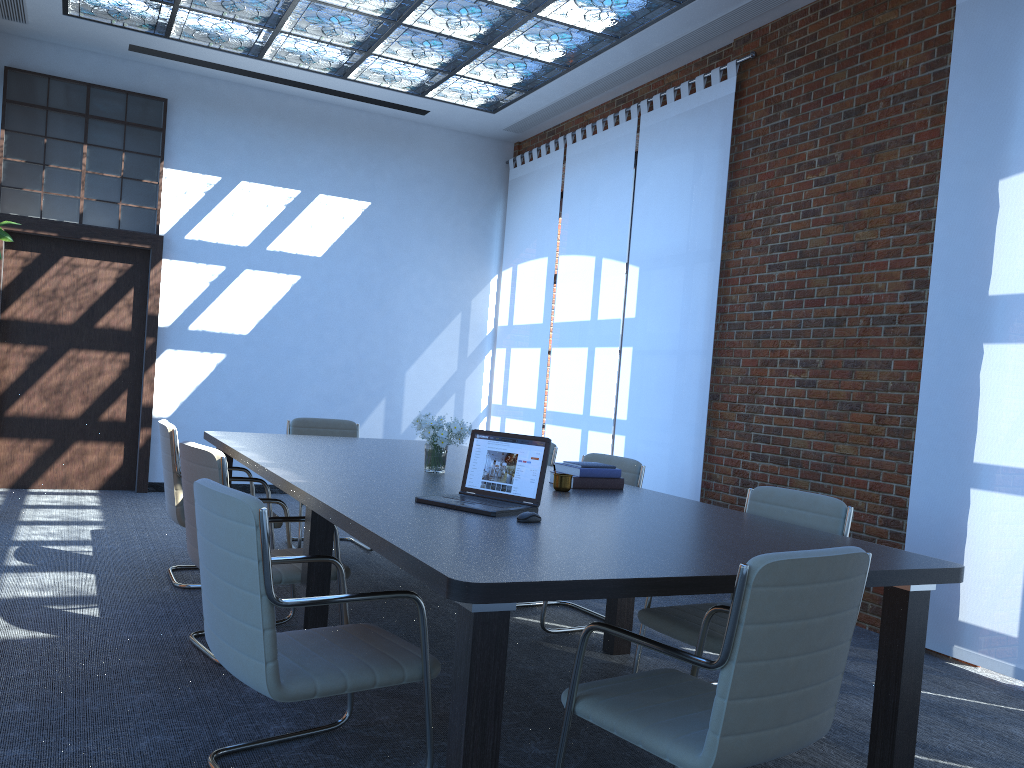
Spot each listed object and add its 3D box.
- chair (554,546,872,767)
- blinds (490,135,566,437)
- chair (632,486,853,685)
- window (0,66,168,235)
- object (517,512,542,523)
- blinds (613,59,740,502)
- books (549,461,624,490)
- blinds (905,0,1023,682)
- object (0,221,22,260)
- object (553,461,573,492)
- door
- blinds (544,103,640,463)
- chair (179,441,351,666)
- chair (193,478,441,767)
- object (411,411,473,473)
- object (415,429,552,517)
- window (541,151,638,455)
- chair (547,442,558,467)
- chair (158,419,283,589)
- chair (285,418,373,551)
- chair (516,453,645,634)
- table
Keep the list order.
[{"bbox_3d":[0.544,0.865,2.514,0.560,0.924,0.705,3,2,-38],"label":"chair"},{"bbox_3d":[0.109,-0.602,9.367,0.040,3.762,1.216,3,2,-26],"label":"blinds"},{"bbox_3d":[0.936,0.899,3.661,0.707,0.924,0.559,4,2,-31],"label":"chair"},{"bbox_3d":[-3.869,-2.067,8.025,1.330,1.294,0.059,4,2,-27],"label":"window"},{"bbox_3d":[0.058,0.463,3.092,0.059,0.034,0.101,5,0,44],"label":"object"},{"bbox_3d":[1.237,-0.522,7.094,0.040,3.762,1.216,3,2,-26],"label":"blinds"},{"bbox_3d":[0.370,0.450,4.405,0.295,0.115,0.254,4,0,-28],"label":"books"},{"bbox_3d":[2.603,-0.424,4.339,0.040,3.762,1.312,3,2,-26],"label":"blinds"},{"bbox_3d":[-4.188,-0.276,6.501,0.946,2.494,1.321,4,2,-26],"label":"object"},{"bbox_3d":[0.237,0.425,4.107,0.091,0.142,0.091,6,2,41],"label":"object"},{"bbox_3d":[-4.034,-0.232,8.145,1.401,2.438,0.200,4,2,-26],"label":"door"},{"bbox_3d":[0.675,-0.562,8.226,0.040,3.762,1.216,3,2,-26],"label":"blinds"},{"bbox_3d":[-1.136,0.739,4.031,0.707,0.924,0.559,3,2,-38],"label":"chair"},{"bbox_3d":[-0.624,0.775,2.785,0.707,0.924,0.559,3,2,-38],"label":"chair"},{"bbox_3d":[-0.370,0.295,4.517,0.329,0.310,0.335,4,1,-16],"label":"object"},{"bbox_3d":[-0.110,0.327,3.366,0.389,0.283,0.323,5,1,37],"label":"object"},{"bbox_3d":[2.456,-0.322,5.861,0.160,3.612,9.603,3,1,-26],"label":"window"},{"bbox_3d":[-0.124,0.824,6.023,0.707,0.924,0.559,4,2,-23],"label":"chair"},{"bbox_3d":[-1.743,0.695,5.254,0.707,0.924,0.559,4,2,-26],"label":"chair"},{"bbox_3d":[-1.323,0.732,6.472,0.560,0.924,0.705,4,1,-26],"label":"chair"},{"bbox_3d":[0.293,0.853,4.957,0.707,0.924,0.559,4,2,-33],"label":"chair"},{"bbox_3d":[-0.345,0.859,4.478,1.811,0.811,4.495,4,0,-26],"label":"table"}]
